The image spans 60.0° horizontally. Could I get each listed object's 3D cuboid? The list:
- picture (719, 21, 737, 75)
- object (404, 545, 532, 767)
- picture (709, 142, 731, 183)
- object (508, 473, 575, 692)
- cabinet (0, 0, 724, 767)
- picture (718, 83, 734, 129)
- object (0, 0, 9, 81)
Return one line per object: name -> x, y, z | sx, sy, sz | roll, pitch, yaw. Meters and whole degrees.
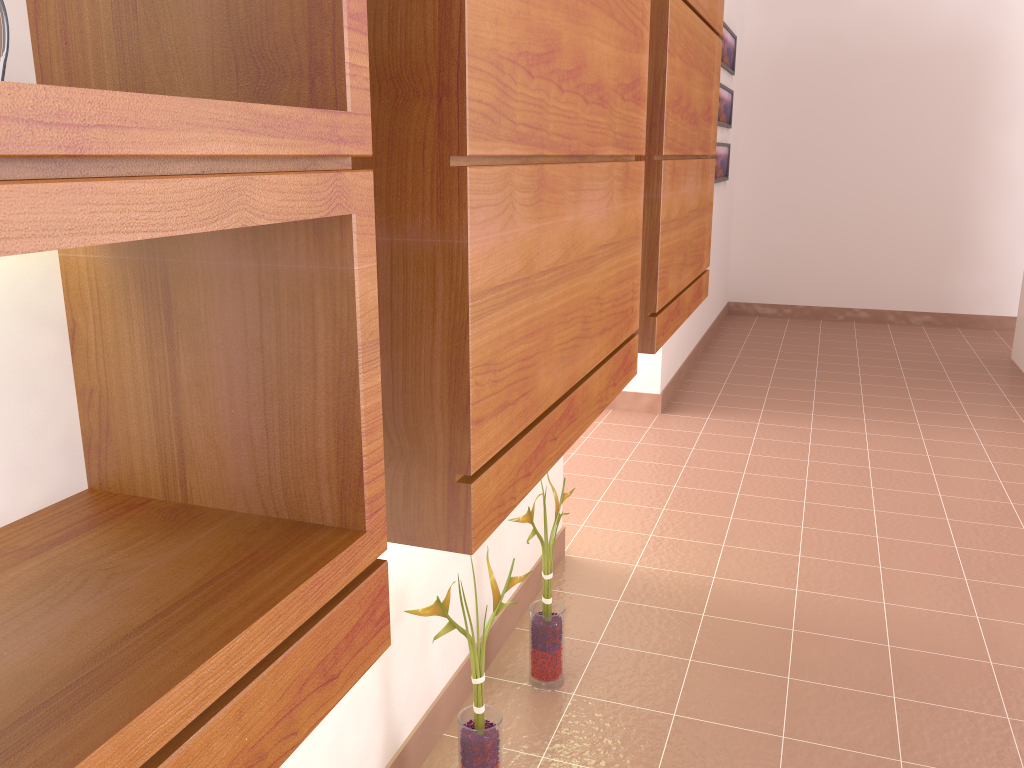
picture -> 1.284, -2.069, 5.405 | 0.015, 0.248, 1.408 | 5, 15, 19
object -> -0.065, 0.565, 1.665 | 0.087, 0.546, 0.296 | 10, 18, 34
picture -> 1.284, -1.391, 5.580 | 0.015, 0.248, 1.408 | 5, 15, 19
object -> 0.082, 0.459, 2.072 | 0.087, 0.546, 0.296 | 5, 15, 19
cabinet -> -0.519, -0.335, 0.640 | 0.754, 1.200, 4.718 | 5, 15, 19
picture -> 1.284, -1.730, 5.493 | 0.015, 0.248, 1.408 | 5, 15, 19
object -> -0.326, -0.243, 0.486 | 0.054, 0.165, 0.065 | 10, 18, 34
